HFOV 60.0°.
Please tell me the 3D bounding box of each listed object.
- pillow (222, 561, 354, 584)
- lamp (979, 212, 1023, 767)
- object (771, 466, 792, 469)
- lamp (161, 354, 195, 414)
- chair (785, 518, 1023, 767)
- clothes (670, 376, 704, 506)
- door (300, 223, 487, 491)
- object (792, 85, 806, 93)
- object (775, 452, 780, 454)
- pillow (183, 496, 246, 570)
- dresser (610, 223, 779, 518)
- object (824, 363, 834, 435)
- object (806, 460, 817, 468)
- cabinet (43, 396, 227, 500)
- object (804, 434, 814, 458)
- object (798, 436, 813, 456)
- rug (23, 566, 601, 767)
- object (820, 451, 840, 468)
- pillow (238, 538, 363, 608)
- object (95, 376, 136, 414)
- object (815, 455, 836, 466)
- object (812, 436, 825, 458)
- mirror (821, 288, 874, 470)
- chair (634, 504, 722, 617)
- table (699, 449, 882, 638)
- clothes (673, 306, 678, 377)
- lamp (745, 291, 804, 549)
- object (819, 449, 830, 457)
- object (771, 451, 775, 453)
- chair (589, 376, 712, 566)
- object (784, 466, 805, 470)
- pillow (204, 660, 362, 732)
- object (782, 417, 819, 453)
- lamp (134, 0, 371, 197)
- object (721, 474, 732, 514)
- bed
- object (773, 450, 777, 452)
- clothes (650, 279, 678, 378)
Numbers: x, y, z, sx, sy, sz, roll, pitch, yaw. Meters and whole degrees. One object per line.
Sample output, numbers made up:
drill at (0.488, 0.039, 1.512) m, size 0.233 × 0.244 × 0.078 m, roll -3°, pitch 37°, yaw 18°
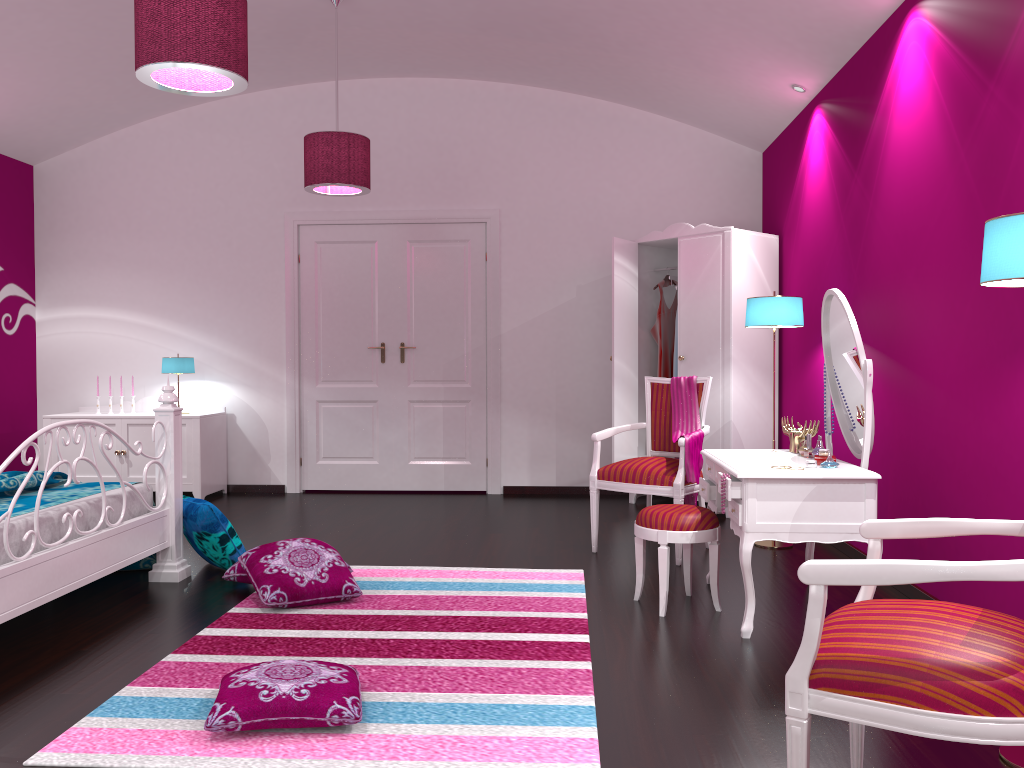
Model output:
pillow at (-0.994, 0.807, 3.938) m, size 0.429 × 0.142 × 0.400 m, roll 1°, pitch 1°, yaw 28°
lamp at (1.294, 0.242, 2.138) m, size 0.303 × 1.352 × 0.303 m, roll 0°, pitch 1°, yaw 13°
object at (0.980, 0.303, 3.225) m, size 0.073 × 0.003 × 0.073 m, roll 0°, pitch 1°, yaw 14°
lamp at (-2.422, -0.001, 6.439) m, size 0.229 × 0.438 × 0.229 m, roll -1°, pitch 2°, yaw -42°
chair at (0.840, 0.479, 1.717) m, size 0.511 × 0.901 × 0.528 m, roll 1°, pitch 2°, yaw 33°
clothes at (0.901, 0.348, 4.533) m, size 0.162 × 0.777 × 0.601 m, roll 0°, pitch 1°, yaw 7°
door at (-0.896, -0.197, 6.659) m, size 1.405 × 2.001 × 0.098 m, roll 0°, pitch 1°, yaw 3°
object at (1.645, -1.697, 5.067) m, size 0.085 × 0.058 × 0.080 m, roll 0°, pitch 1°, yaw 3°
object at (1.121, 0.290, 3.741) m, size 0.020 × 0.005 × 0.021 m, roll 0°, pitch 1°, yaw 17°
pillow at (-1.423, 0.705, 4.170) m, size 0.402 × 0.357 × 0.264 m, roll 1°, pitch 2°, yaw 44°
dresser at (1.159, -0.113, 5.898) m, size 0.875 × 1.893 × 0.842 m, roll -1°, pitch 2°, yaw -42°
object at (1.327, 0.053, 3.709) m, size 0.044 × 0.320 × 0.022 m, roll 0°, pitch 1°, yaw 4°
object at (1.087, 0.291, 3.220) m, size 0.040 × 0.026 × 0.040 m, roll 0°, pitch 1°, yaw 3°
cabinet at (-2.743, 0.466, 6.486) m, size 1.142 × 0.734 × 0.506 m, roll 0°, pitch 1°, yaw 3°
object at (1.193, 0.248, 3.560) m, size 0.030 × 0.096 × 0.030 m, roll -1°, pitch 1°, yaw -25°
object at (1.205, 0.254, 3.626) m, size 0.045 × 0.081 × 0.098 m, roll -1°, pitch 1°, yaw -19°
rug at (-0.427, 0.897, 3.155) m, size 1.400 × 0.018 × 2.100 m, roll 0°, pitch 1°, yaw 3°
object at (1.157, 0.274, 3.229) m, size 0.082 × 0.060 × 0.059 m, roll -1°, pitch 2°, yaw -41°
pillow at (-0.877, 0.769, 3.658) m, size 0.425 × 0.224 × 0.391 m, roll -1°, pitch 1°, yaw -28°
object at (-2.907, 0.076, 6.501) m, size 0.285 × 0.284 × 0.043 m, roll 0°, pitch 1°, yaw -8°
object at (1.179, 0.288, 3.341) m, size 0.075 × 0.027 × 0.122 m, roll 0°, pitch 1°, yaw 18°
object at (1.213, 0.251, 3.496) m, size 0.059 × 0.094 × 0.059 m, roll 1°, pitch 2°, yaw 43°
mirror at (1.313, 0.040, 3.482) m, size 0.138 × 0.829 × 0.544 m, roll 0°, pitch 1°, yaw 3°
chair at (0.662, 0.693, 3.556) m, size 0.337 × 0.390 × 0.337 m, roll 0°, pitch 1°, yaw 0°
table at (1.052, 0.594, 3.510) m, size 0.526 × 0.592 × 0.856 m, roll 0°, pitch 1°, yaw 3°
clothes at (1.213, -0.134, 6.085) m, size 0.180 × 1.199 × 0.191 m, roll 0°, pitch 1°, yaw 27°
lamp at (1.394, 0.184, 4.718) m, size 0.303 × 1.352 × 0.303 m, roll -1°, pitch 2°, yaw -42°
object at (1.184, 0.261, 3.361) m, size 0.040 × 0.026 × 0.040 m, roll 0°, pitch 1°, yaw 3°
object at (1.116, 0.289, 3.782) m, size 0.022 × 0.005 × 0.020 m, roll 1°, pitch 2°, yaw 45°
chair at (0.745, 0.415, 4.574) m, size 0.528 × 0.901 × 0.511 m, roll 1°, pitch 2°, yaw 38°
object at (1.012, 0.302, 3.182) m, size 0.073 × 0.006 × 0.073 m, roll -1°, pitch 2°, yaw -34°
pillow at (-0.623, 0.851, 2.463) m, size 0.401 × 0.107 × 0.419 m, roll 0°, pitch 1°, yaw -11°
object at (1.233, 0.219, 3.784) m, size 0.085 × 0.145 × 0.248 m, roll 0°, pitch 1°, yaw -9°
lamp at (-1.073, -1.662, 4.130) m, size 0.377 × 1.129 × 2.377 m, roll 0°, pitch 1°, yaw 3°
object at (0.775, 0.399, 3.211) m, size 0.032 × 0.143 × 0.063 m, roll 0°, pitch 1°, yaw 4°
bed at (-2.696, 0.335, 3.237) m, size 2.317 × 1.143 × 2.167 m, roll 0°, pitch 1°, yaw 3°
object at (1.133, 0.288, 3.822) m, size 0.020 × 0.006 × 0.020 m, roll 0°, pitch 1°, yaw 10°
clothes at (1.066, -0.124, 6.215) m, size 0.315 × 1.237 × 0.173 m, roll -1°, pitch 2°, yaw -39°
